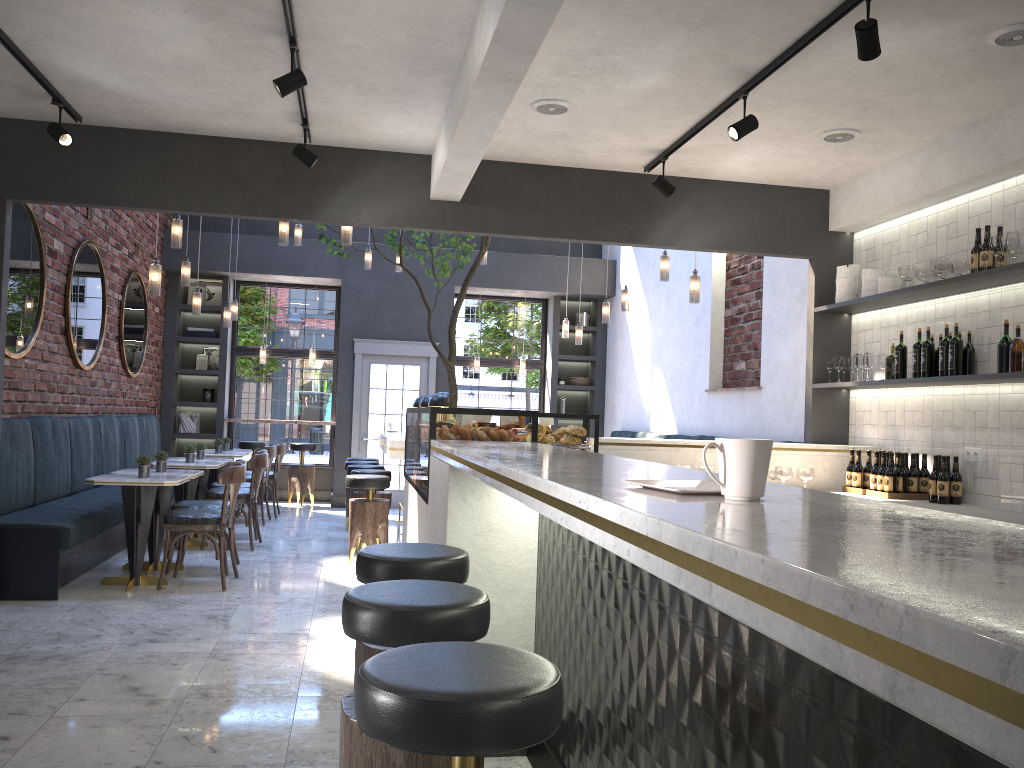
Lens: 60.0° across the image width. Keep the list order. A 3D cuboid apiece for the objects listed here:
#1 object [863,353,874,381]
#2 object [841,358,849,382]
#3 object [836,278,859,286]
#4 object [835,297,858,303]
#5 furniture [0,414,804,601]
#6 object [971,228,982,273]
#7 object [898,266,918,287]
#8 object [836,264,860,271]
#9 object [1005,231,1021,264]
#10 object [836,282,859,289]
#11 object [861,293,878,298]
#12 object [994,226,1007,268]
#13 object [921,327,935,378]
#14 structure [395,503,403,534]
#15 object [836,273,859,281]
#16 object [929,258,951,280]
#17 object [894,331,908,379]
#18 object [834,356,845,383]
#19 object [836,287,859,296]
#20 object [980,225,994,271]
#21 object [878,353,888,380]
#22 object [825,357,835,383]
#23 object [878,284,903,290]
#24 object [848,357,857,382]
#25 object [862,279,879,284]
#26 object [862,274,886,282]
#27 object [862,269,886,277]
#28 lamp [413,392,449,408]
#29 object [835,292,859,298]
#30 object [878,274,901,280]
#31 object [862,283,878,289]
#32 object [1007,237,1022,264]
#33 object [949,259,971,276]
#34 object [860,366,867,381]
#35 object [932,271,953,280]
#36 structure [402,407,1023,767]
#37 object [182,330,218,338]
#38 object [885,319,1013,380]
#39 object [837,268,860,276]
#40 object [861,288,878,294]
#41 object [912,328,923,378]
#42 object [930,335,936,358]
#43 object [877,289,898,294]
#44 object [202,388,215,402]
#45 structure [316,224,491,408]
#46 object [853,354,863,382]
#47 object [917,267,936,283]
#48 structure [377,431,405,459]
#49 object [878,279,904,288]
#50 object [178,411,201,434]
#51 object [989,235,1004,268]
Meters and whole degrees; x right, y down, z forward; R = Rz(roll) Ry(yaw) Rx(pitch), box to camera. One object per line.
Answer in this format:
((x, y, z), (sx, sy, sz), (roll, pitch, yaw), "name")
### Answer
((2.355, -0.112, 5.861), (0.070, 0.188, 0.070), (2, -2, 4), "object")
((2.378, -0.093, 6.345), (0.070, 0.188, 0.070), (3, -2, -19), "object")
((2.352, -0.703, 6.221), (0.153, 0.060, 0.153), (3, -2, -28), "object")
((2.347, -0.576, 6.223), (0.153, 0.055, 0.153), (0, -3, 42), "object")
((-1.035, 0.978, 8.689), (6.021, 1.151, 5.342), (2, -2, -10), "furniture")
((2.595, -0.729, 4.939), (0.070, 0.279, 0.069), (2, -2, -3), "object")
((2.448, -0.649, 5.488), (0.114, 0.147, 0.114), (2, -2, -6), "object")
((2.356, -0.801, 6.218), (0.153, 0.070, 0.153), (1, -3, 36), "object")
((2.605, -0.698, 4.612), (0.070, 0.188, 0.070), (3, -2, -19), "object")
((2.352, -0.674, 6.221), (0.154, 0.075, 0.153), (4, -3, -43), "object")
((2.448, -0.580, 6.018), (0.153, 0.055, 0.153), (0, -3, 42), "object")
((2.683, -0.728, 4.879), (0.069, 0.279, 0.070), (2, -2, 12), "object")
((2.514, -0.186, 5.361), (0.072, 0.319, 0.072), (3, -2, -26), "object")
((-0.825, 1.460, 8.785), (0.496, 0.210, 3.499), (2, -2, -10), "structure")
((2.354, -0.739, 6.219), (0.154, 0.076, 0.153), (2, -2, 11), "object")
((2.502, -0.658, 5.191), (0.114, 0.147, 0.114), (2, -2, -6), "object")
((2.466, -0.178, 5.622), (0.072, 0.319, 0.072), (3, -2, -26), "object")
((2.291, -0.101, 6.209), (0.070, 0.188, 0.070), (3, -2, -19), "object")
((2.353, -0.641, 6.222), (0.153, 0.062, 0.153), (1, -2, 19), "object")
((2.608, -0.731, 4.867), (0.069, 0.279, 0.070), (1, -2, 42), "object")
((2.463, -0.107, 5.881), (0.070, 0.188, 0.070), (2, -2, 4), "object")
((2.270, -0.098, 6.326), (0.070, 0.188, 0.070), (3, -2, -19), "object")
((2.487, -0.621, 5.826), (0.153, 0.074, 0.154), (2, -2, -7), "object")
((2.399, -0.097, 6.229), (0.070, 0.188, 0.070), (3, -2, -19), "object")
((2.453, -0.678, 6.017), (0.154, 0.075, 0.153), (4, -3, -43), "object")
((2.453, -0.707, 6.016), (0.153, 0.060, 0.153), (3, -2, -28), "object")
((2.455, -0.743, 6.015), (0.154, 0.076, 0.153), (2, -2, 11), "object")
((-0.724, -1.244, 5.242), (4.183, 3.255, 8.836), (3, -2, -27), "lamp")
((2.351, -0.611, 6.221), (0.153, 0.074, 0.154), (2, -2, -7), "object")
((2.488, -0.684, 5.826), (0.154, 0.075, 0.153), (4, -3, -43), "object")
((2.454, -0.645, 6.017), (0.153, 0.062, 0.153), (1, -2, 19), "object")
((2.692, -0.690, 4.748), (0.070, 0.188, 0.070), (2, -2, 4), "object")
((2.632, -0.652, 5.214), (0.114, 0.147, 0.114), (2, -2, -6), "object")
((2.420, -0.100, 6.113), (0.070, 0.188, 0.070), (3, -2, -19), "object")
((2.605, -0.648, 5.363), (0.114, 0.147, 0.114), (2, -2, -6), "object")
((1.373, 0.788, 3.290), (3.205, 1.300, 5.807), (2, -2, -10), "structure")
((-4.157, -0.656, 11.839), (0.412, 0.084, 0.286), (2, -2, -10), "object")
((2.531, -0.179, 5.200), (0.082, 0.294, 1.100), (2, -2, -10), "object")
((2.358, -0.769, 6.219), (0.153, 0.067, 0.153), (1, -3, 36), "object")
((2.452, -0.615, 6.017), (0.153, 0.074, 0.154), (2, -2, -7), "object")
((2.499, -0.183, 5.443), (0.072, 0.319, 0.072), (3, -2, -26), "object")
((2.586, -0.161, 5.464), (0.065, 0.280, 0.065), (1, -2, 33), "object")
((2.483, -0.586, 5.827), (0.153, 0.055, 0.153), (0, -3, 42), "object")
((-4.049, 0.153, 11.833), (0.152, 0.181, 0.152), (1, -2, 28), "object")
((-0.520, -1.450, 7.911), (3.744, 5.987, 2.807), (1, -2, 33), "structure")
((2.334, -0.108, 5.977), (0.070, 0.188, 0.070), (3, -2, -19), "object")
((2.577, -0.643, 5.511), (0.114, 0.147, 0.114), (2, -2, -6), "object")
((-0.809, 1.040, 8.797), (0.990, 1.050, 3.491), (2, -2, -10), "structure")
((2.489, -0.651, 5.826), (0.153, 0.062, 0.153), (1, -2, 19), "object")
((-4.294, 0.498, 11.796), (0.250, 0.323, 0.241), (2, -2, -10), "object")
((2.584, -0.694, 4.729), (0.070, 0.188, 0.070), (2, -2, 4), "object")
